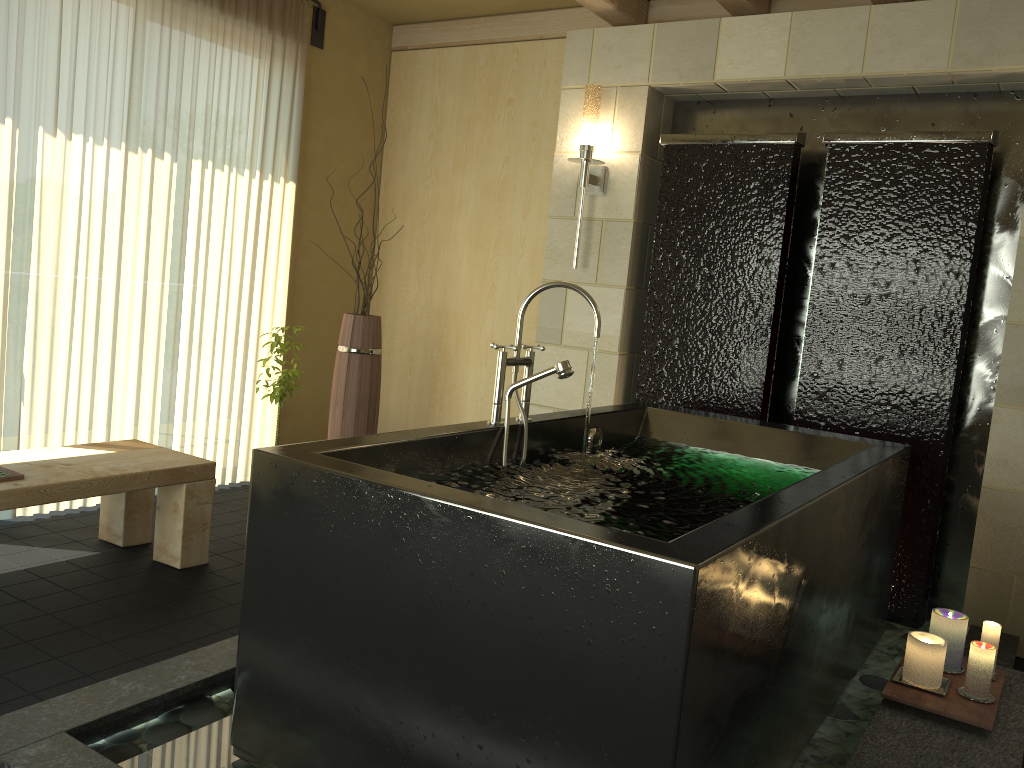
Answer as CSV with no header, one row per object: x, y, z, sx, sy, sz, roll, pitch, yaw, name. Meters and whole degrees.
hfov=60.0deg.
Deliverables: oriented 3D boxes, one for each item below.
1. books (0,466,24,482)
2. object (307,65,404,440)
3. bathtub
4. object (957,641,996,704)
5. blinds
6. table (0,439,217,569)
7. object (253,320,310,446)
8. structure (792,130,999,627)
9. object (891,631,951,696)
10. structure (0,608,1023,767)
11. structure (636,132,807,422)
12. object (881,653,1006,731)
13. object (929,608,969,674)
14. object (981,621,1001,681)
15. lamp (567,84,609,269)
-1.737,0.294,2.800,0.182,0.014,0.294,9,7,32,books
-0.801,-0.460,4.392,0.468,2.177,0.463,5,5,-7,object
0.421,0.306,2.632,1.069,1.160,2.132,9,7,32,bathtub
1.216,0.745,2.306,0.091,0.139,0.091,9,6,27,object
-1.633,-0.737,4.081,0.064,2.577,1.944,9,6,31,blinds
-1.668,0.480,3.089,0.514,0.399,1.125,9,7,32,table
-1.065,0.175,4.032,0.242,0.928,0.267,4,5,-19,object
1.460,0.016,3.599,0.641,2.065,0.094,9,6,32,structure
1.099,0.735,2.362,0.131,0.124,0.131,9,7,32,object
0.611,1.033,3.049,1.974,0.635,3.801,9,7,32,structure
0.856,-0.086,3.985,0.641,2.065,0.094,9,6,32,structure
1.169,0.818,2.390,0.254,0.031,0.441,9,7,32,object
1.220,0.719,2.490,0.112,0.154,0.112,9,6,27,object
1.316,0.734,2.449,0.056,0.151,0.056,9,6,32,object
0.339,-0.955,4.115,0.176,0.836,0.188,9,6,32,lamp
